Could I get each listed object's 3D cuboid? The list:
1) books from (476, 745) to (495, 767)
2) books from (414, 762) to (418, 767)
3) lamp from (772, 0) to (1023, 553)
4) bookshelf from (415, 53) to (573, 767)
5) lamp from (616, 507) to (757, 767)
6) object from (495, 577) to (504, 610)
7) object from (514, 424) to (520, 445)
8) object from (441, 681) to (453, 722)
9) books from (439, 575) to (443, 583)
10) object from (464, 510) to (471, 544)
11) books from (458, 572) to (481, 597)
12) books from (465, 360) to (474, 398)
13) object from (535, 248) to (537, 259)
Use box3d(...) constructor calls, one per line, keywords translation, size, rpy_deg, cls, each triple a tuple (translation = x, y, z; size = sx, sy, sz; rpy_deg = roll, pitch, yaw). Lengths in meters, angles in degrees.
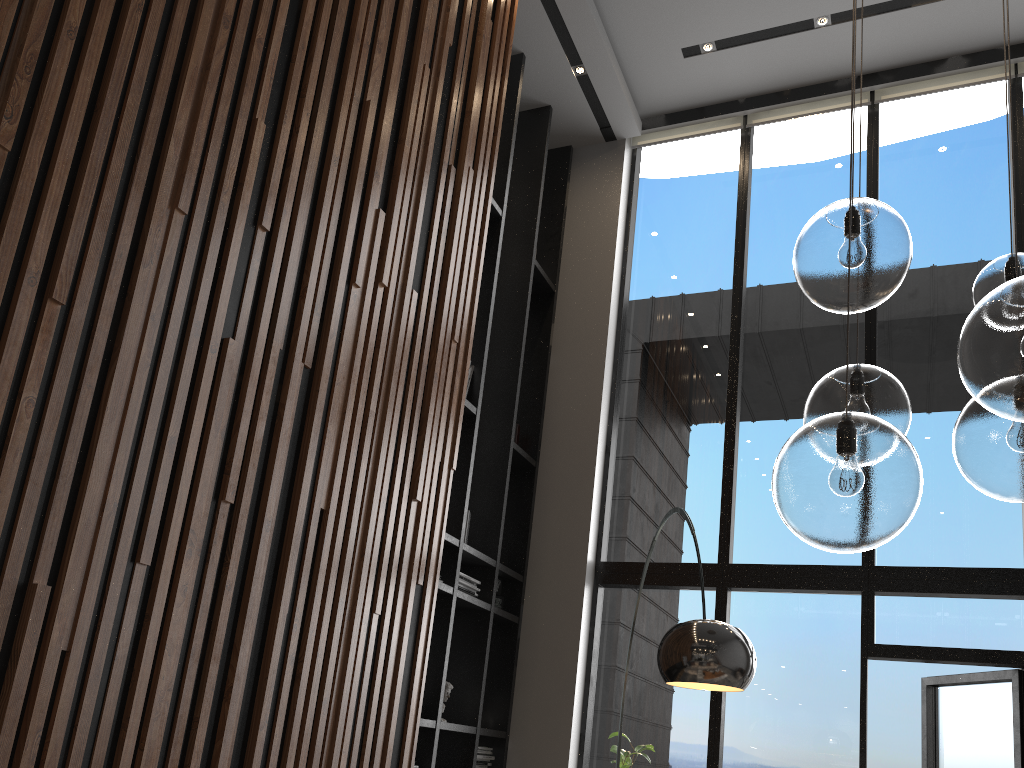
box3d(translation=(-0.287, 2.346, 5.469), size=(0.218, 0.182, 0.390), rpy_deg=(-2, -23, 24), cls="books")
box3d(translation=(-0.657, 1.999, 4.602), size=(0.219, 0.075, 0.337), rpy_deg=(-3, -24, 23), cls="books")
box3d(translation=(1.214, -1.920, 2.195), size=(1.231, 4.785, 1.283), rpy_deg=(0, -17, 22), cls="lamp")
box3d(translation=(-0.263, 0.329, 5.533), size=(0.338, 5.090, 1.519), rpy_deg=(0, -17, 24), cls="bookshelf")
box3d(translation=(0.594, 1.641, 3.610), size=(0.320, 2.232, 2.129), rpy_deg=(6, -19, 3), cls="lamp")
box3d(translation=(-0.116, 1.379, 5.731), size=(0.059, 0.223, 0.196), rpy_deg=(-1, -20, 27), cls="object")
box3d(translation=(-0.007, 0.395, 6.075), size=(0.102, 0.220, 0.106), rpy_deg=(4, -17, 10), cls="object")
box3d(translation=(-0.436, 1.859, 5.131), size=(0.140, 0.234, 0.140), rpy_deg=(14, -18, -22), cls="object")
box3d(translation=(-0.558, 1.054, 4.879), size=(0.327, 0.069, 0.183), rpy_deg=(-4, -24, 24), cls="books")
box3d(translation=(-0.323, 0.909, 5.389), size=(0.104, 0.249, 0.108), rpy_deg=(5, -16, 5), cls="object")
box3d(translation=(-0.353, 1.228, 5.309), size=(0.219, 0.123, 0.337), rpy_deg=(-3, -23, 23), cls="books")
box3d(translation=(-0.397, -0.053, 5.184), size=(0.186, 0.286, 0.384), rpy_deg=(-1, -21, 24), cls="books")
box3d(translation=(0.099, -0.892, 6.357), size=(0.084, 0.249, 0.139), rpy_deg=(-4, -20, 34), cls="object")
